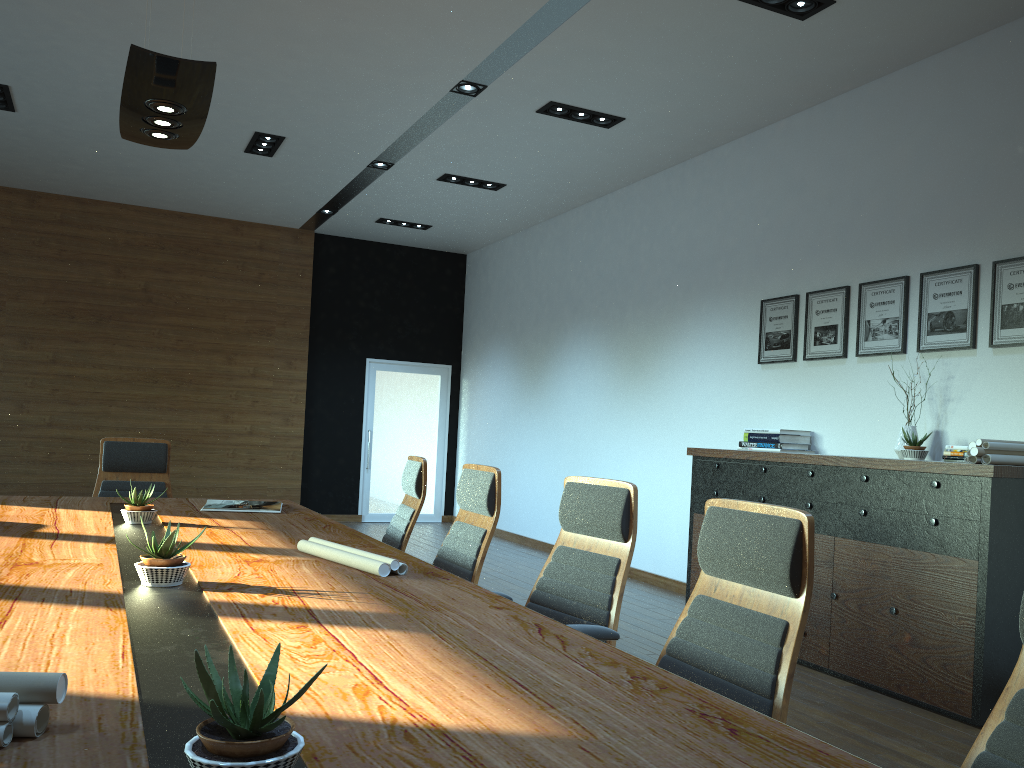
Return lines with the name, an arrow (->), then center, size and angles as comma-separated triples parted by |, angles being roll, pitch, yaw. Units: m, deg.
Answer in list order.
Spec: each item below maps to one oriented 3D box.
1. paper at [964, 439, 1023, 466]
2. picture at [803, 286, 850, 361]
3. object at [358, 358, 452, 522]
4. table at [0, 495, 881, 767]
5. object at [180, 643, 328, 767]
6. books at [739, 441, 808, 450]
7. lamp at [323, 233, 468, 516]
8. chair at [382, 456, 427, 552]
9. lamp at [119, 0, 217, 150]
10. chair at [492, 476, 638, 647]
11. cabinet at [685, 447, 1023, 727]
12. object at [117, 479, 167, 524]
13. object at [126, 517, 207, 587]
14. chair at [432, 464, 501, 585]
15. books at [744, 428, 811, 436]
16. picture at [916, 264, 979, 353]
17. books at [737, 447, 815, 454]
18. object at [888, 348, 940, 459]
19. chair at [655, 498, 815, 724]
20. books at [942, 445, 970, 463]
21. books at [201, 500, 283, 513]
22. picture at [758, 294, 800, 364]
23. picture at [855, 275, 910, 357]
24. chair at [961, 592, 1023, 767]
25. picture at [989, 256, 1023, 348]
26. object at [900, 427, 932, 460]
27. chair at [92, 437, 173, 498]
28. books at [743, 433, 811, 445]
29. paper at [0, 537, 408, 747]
paper -> 2.528, 0.349, 4.449 | 0.645, 0.124, 0.144 | 4, -3, -25
picture -> 2.161, -0.410, 6.097 | 0.028, 0.483, 0.380 | 3, -2, -25
object -> -1.462, 0.784, 11.977 | 1.199, 2.159, 0.200 | 3, -1, -25
table -> -1.007, 0.955, 2.482 | 1.787, 0.796, 5.543 | 4, -3, -25
object -> -0.336, 0.423, 1.134 | 0.153, 0.187, 0.177 | 4, -2, -37
books -> 1.843, 0.435, 6.240 | 0.274, 0.041, 0.403 | 5, -4, -30
lamp -> -3.887, -0.350, 7.955 | 9.402, 3.705, 16.686 | 4, -3, -25
chair -> -0.817, 0.918, 4.506 | 0.696, 1.127, 0.706 | 3, -1, -18
lamp -> -1.474, -1.718, 3.818 | 0.340, 1.198, 1.197 | 3, -2, -25
chair -> 0.024, 0.875, 2.986 | 0.697, 1.127, 0.706 | 4, -2, -33
cabinet -> 2.043, 1.052, 5.313 | 0.768, 1.232, 2.348 | 4, -3, -25
object -> -1.621, 0.512, 3.854 | 0.153, 0.187, 0.178 | 2, -2, 40
object -> -0.975, 0.467, 2.480 | 0.153, 0.187, 0.178 | 2, -2, 15
chair -> -0.445, 0.893, 3.721 | 0.697, 1.127, 0.706 | 4, -1, -25
books -> 1.873, 0.339, 6.262 | 0.292, 0.032, 0.362 | 5, -4, -27
picture -> 2.568, -0.438, 5.230 | 0.028, 0.483, 0.380 | 3, -2, -25
books -> 1.860, 0.467, 6.245 | 0.323, 0.021, 0.443 | 4, -4, -25
object -> 2.354, 0.113, 5.204 | 0.213, 0.662, 0.444 | 3, -1, -10
chair -> 0.303, 0.839, 2.101 | 0.697, 1.127, 0.706 | 4, -1, -24
books -> 2.509, 0.383, 4.769 | 0.227, 0.089, 0.307 | 4, -3, -28
books -> -1.432, 0.642, 4.742 | 0.389, 0.033, 0.545 | 4, -3, -13
picture -> 1.960, -0.396, 6.526 | 0.028, 0.483, 0.380 | 3, -2, -25
picture -> 2.364, -0.424, 5.664 | 0.028, 0.483, 0.380 | 3, -2, -25
chair -> 0.676, 0.814, 1.321 | 0.696, 1.127, 0.706 | 3, -1, -17
picture -> 2.772, -0.449, 4.794 | 0.028, 0.483, 0.380 | 3, -2, -25
object -> 2.282, 0.337, 5.010 | 0.153, 0.187, 0.178 | 2, -2, 15
chair -> -2.199, 0.882, 5.112 | 0.707, 1.127, 0.696 | 3, -1, -23
books -> 1.871, 0.386, 6.261 | 0.288, 0.063, 0.369 | 4, -3, -25
paper -> -0.744, 0.509, 2.149 | 0.628, 0.083, 2.246 | 2, -3, 15
